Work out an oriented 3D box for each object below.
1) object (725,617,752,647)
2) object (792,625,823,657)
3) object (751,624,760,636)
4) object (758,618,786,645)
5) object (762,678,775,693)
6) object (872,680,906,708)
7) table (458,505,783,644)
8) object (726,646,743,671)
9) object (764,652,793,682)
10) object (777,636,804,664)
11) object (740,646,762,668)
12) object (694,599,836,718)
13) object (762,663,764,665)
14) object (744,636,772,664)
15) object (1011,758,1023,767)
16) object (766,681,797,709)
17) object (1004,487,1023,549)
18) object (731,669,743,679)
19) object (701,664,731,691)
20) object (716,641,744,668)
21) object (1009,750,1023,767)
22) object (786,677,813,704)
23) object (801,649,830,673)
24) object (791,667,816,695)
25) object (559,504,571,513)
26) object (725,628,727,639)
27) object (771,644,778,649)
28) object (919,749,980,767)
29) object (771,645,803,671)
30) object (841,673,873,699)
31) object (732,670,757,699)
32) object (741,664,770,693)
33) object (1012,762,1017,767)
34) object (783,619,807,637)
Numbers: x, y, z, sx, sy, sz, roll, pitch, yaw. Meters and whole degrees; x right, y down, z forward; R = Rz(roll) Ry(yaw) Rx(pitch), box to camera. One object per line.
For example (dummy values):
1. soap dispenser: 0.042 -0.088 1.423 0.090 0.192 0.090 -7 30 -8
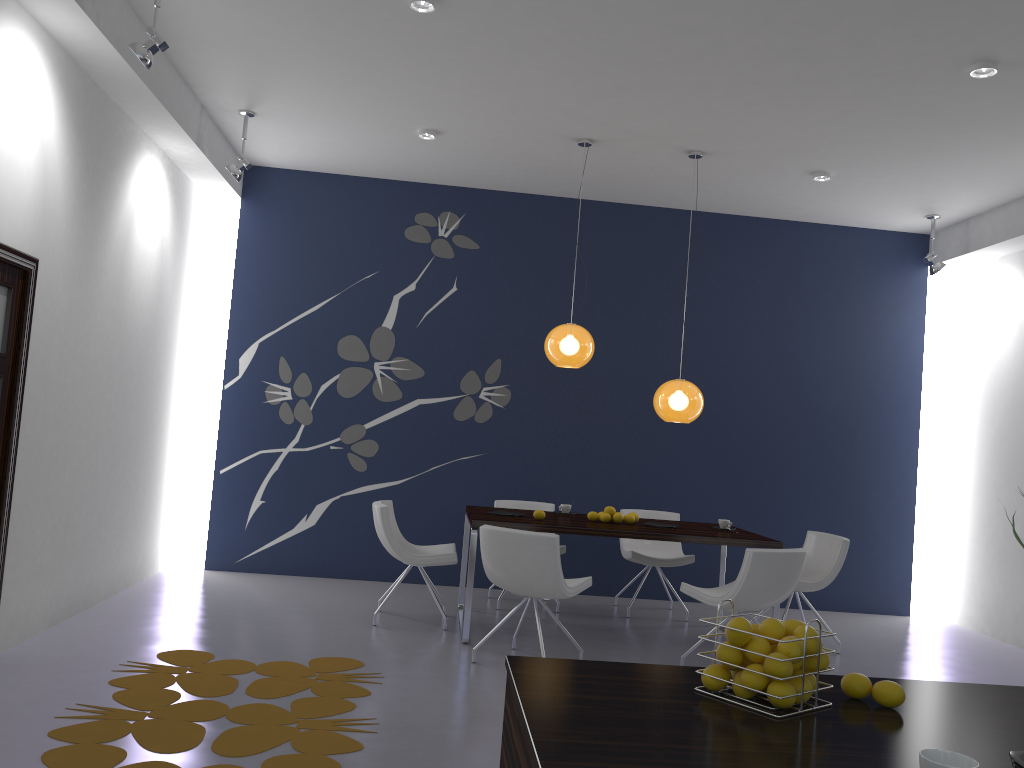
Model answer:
1. object: 0.446 0.488 1.744 0.050 0.060 0.059 5 -3 -5
2. object: 0.579 0.504 1.739 0.052 0.060 0.057 6 -4 -16
3. object: 0.511 0.523 1.834 0.061 0.052 0.053 4 -3 9
4. object: 0.518 0.494 1.769 0.051 0.053 0.063 5 -3 -3
5. object: 0.517 0.588 1.768 0.057 0.060 0.052 5 -3 1
6. object: 0.749 0.618 1.767 0.053 0.051 0.063 7 -4 -36
7. table: 0.684 1.370 6.260 2.046 0.783 1.127 5 -3 -5
8. object: 0.455 0.557 1.811 0.061 0.055 0.051 6 -4 -25
9. object: 0.503 0.535 1.676 0.053 0.055 0.060 2 -4 38
10. object: 0.538 0.511 1.704 0.053 0.051 0.063 2 -4 41
11. object: 0.481 0.554 1.794 0.051 0.053 0.062 4 -3 3
12. object: 0.505 0.535 1.765 0.189 0.174 0.207 7 -4 -40
13. object: 0.532 0.597 1.808 0.064 0.063 0.074 4 -4 16
14. object: 0.482 0.521 1.740 0.055 0.051 0.061 5 -3 -10
15. object: 0.887 0.599 1.306 0.232 0.020 0.232 5 -3 -1
16. object: 0.509 0.587 1.676 0.053 0.053 0.061 2 -4 40
17. object: 1.053 0.411 1.688 0.247 0.502 0.269 2 -4 38
18. object: 0.476 0.595 1.826 0.051 0.053 0.063 4 -3 3
19. object: 0.408 0.586 1.772 0.053 0.052 0.062 2 -4 35
20. object: 0.432 0.537 1.759 0.053 0.054 0.061 2 -5 41
21. object: 1.069 0.536 1.245 0.646 0.147 0.269 3 -4 20
22. object: 0.550 0.594 1.720 0.061 0.053 0.053 2 -4 38
23. object: 0.596 0.546 1.757 0.053 0.051 0.063 7 -4 -36
24. object: 0.579 0.593 1.770 0.060 0.057 0.052 5 -3 -3
25. object: 0.400 0.938 6.642 0.081 0.064 0.101 3 -4 20
26. object: 0.460 0.506 1.808 0.051 0.053 0.063 4 -3 8
27. object: 0.551 0.546 1.800 0.062 0.053 0.052 7 -4 -33
28. object: 0.625 0.572 1.274 0.153 0.069 0.153 7 -4 -31
29. object: 0.540 0.539 1.745 0.064 0.053 0.051 5 -3 -2
30. object: 0.704 0.617 1.812 0.063 0.051 0.053 5 -3 -1
31. object: 0.461 0.591 1.746 0.050 0.055 0.061 2 -4 41
32. object: 0.468 0.565 1.705 0.052 0.053 0.062 2 -4 32
33. object: 0.887 0.609 1.305 0.232 0.020 0.232 4 -3 4
34. object: 0.572 0.503 1.792 0.063 0.051 0.053 1 -5 43
